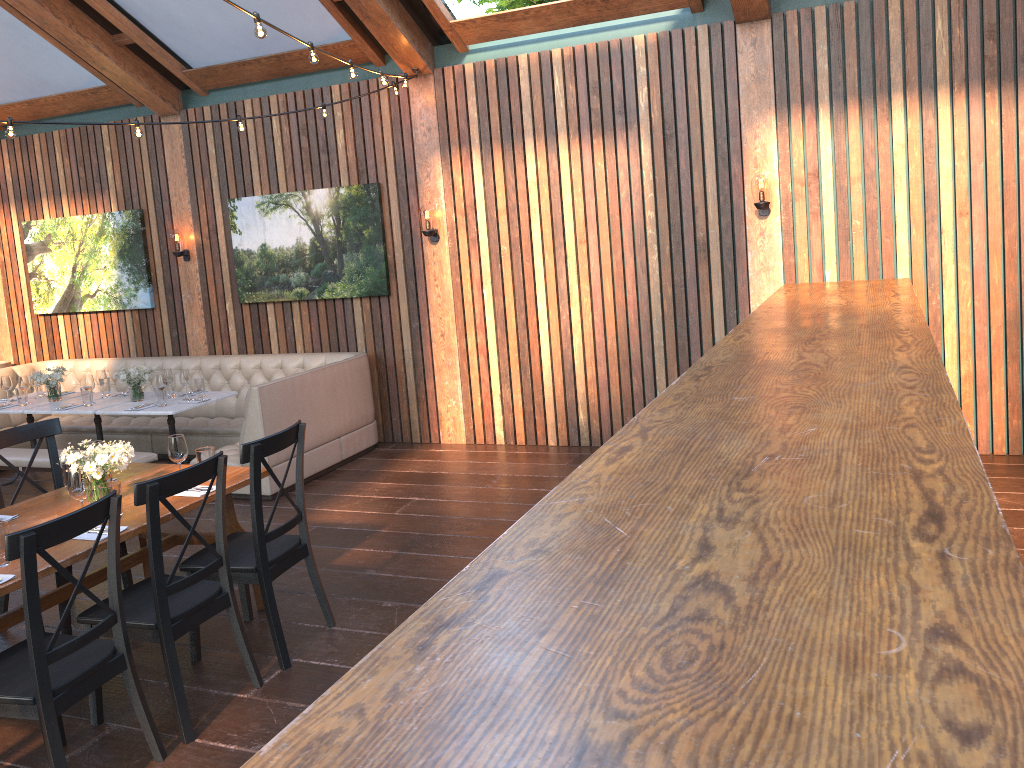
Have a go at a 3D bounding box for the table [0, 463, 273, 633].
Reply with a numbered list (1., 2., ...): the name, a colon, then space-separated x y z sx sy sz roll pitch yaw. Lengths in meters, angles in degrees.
1. table: -2.098 1.023 3.648 0.949 0.724 2.454 -1 10 23

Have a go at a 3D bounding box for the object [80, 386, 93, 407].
1. object: -3.519 0.105 7.332 0.092 0.157 0.092 -4 7 9

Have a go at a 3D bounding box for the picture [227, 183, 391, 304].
1. picture: -1.885 -1.270 8.125 1.649 0.991 0.065 -1 7 23

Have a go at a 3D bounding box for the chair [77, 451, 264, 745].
1. chair: -1.428 0.827 3.619 0.539 1.013 0.481 -2 7 23

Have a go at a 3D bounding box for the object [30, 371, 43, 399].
1. object: -4.305 0.007 8.011 0.092 0.243 0.093 -7 7 -19

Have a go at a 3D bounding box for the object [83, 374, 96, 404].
1. object: -3.549 0.046 7.433 0.092 0.243 0.092 -8 7 -24

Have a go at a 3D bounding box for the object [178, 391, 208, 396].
1. object: -2.728 0.079 7.513 0.157 0.019 0.257 0 11 23

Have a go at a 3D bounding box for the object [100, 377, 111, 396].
1. object: -3.590 0.027 7.812 0.092 0.157 0.092 -4 7 9

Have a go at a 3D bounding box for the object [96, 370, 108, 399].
1. object: -3.567 0.001 7.702 0.092 0.243 0.092 -8 7 -24

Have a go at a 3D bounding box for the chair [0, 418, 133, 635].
1. chair: -2.377 0.729 4.620 0.539 1.013 0.481 -2 7 23

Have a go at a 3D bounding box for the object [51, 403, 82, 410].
1. object: -3.678 0.184 7.356 0.157 0.019 0.257 0 11 23

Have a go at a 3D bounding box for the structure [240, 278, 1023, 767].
1. structure: 1.177 0.529 3.373 0.856 1.264 6.867 -2 10 23

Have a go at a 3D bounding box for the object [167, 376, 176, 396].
1. object: -2.899 0.021 7.522 0.092 0.157 0.092 -4 7 9

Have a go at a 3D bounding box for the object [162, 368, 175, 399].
1. object: -2.875 -0.005 7.412 0.092 0.243 0.092 -8 7 -24

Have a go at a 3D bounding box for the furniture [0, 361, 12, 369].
1. furniture: -7.553 0.332 9.765 4.154 0.853 1.726 -1 10 23

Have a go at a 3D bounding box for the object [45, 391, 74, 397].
1. object: -4.158 0.091 8.113 0.157 0.019 0.257 0 11 23

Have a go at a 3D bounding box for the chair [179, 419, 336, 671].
1. chair: -1.215 0.720 4.132 0.539 1.013 0.481 -2 7 18

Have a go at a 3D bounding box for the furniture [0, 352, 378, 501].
1. furniture: -3.384 0.299 8.016 4.154 0.853 1.726 -1 10 23

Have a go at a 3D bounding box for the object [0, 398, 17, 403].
1. object: -4.558 0.144 7.995 0.255 0.019 0.159 0 11 23

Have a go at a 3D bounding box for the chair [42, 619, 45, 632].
1. chair: -2.589 0.836 4.107 0.539 1.013 0.481 -2 7 18

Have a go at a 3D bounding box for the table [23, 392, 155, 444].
1. table: -3.548 0.475 7.625 0.798 0.667 0.806 -1 9 23

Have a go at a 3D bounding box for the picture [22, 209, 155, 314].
1. picture: -4.416 -1.248 9.180 1.649 0.991 0.065 -1 7 23

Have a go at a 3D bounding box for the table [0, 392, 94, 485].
1. table: -4.300 0.481 7.941 0.798 0.667 0.806 -1 9 22

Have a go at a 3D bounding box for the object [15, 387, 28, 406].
1. object: -4.228 0.109 7.638 0.092 0.157 0.092 -4 7 9

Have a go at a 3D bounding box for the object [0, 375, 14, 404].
1. object: -4.476 0.050 7.844 0.092 0.243 0.093 -7 7 -19

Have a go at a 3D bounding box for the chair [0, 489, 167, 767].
1. chair: -1.641 0.934 3.105 0.539 1.013 0.481 -2 7 18

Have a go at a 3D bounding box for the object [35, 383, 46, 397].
1. object: -4.328 0.033 8.122 0.092 0.157 0.092 -4 7 9

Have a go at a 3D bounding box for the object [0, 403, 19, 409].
1. object: -4.388 0.188 7.662 0.157 0.019 0.257 0 11 23

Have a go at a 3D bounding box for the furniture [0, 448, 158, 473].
1. furniture: -3.792 0.737 7.024 2.326 0.396 0.315 -1 9 23

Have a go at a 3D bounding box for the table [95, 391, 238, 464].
1. table: -2.796 0.469 7.310 0.798 0.667 0.806 -1 9 22

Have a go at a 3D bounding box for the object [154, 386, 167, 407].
1. object: -2.783 0.098 7.027 0.092 0.157 0.092 -4 7 9

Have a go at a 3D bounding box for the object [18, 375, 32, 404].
1. object: -4.259 0.051 7.739 0.092 0.243 0.093 -7 7 -19

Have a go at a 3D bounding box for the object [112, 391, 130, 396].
1. object: -3.420 0.085 7.803 0.157 0.019 0.257 0 11 23
